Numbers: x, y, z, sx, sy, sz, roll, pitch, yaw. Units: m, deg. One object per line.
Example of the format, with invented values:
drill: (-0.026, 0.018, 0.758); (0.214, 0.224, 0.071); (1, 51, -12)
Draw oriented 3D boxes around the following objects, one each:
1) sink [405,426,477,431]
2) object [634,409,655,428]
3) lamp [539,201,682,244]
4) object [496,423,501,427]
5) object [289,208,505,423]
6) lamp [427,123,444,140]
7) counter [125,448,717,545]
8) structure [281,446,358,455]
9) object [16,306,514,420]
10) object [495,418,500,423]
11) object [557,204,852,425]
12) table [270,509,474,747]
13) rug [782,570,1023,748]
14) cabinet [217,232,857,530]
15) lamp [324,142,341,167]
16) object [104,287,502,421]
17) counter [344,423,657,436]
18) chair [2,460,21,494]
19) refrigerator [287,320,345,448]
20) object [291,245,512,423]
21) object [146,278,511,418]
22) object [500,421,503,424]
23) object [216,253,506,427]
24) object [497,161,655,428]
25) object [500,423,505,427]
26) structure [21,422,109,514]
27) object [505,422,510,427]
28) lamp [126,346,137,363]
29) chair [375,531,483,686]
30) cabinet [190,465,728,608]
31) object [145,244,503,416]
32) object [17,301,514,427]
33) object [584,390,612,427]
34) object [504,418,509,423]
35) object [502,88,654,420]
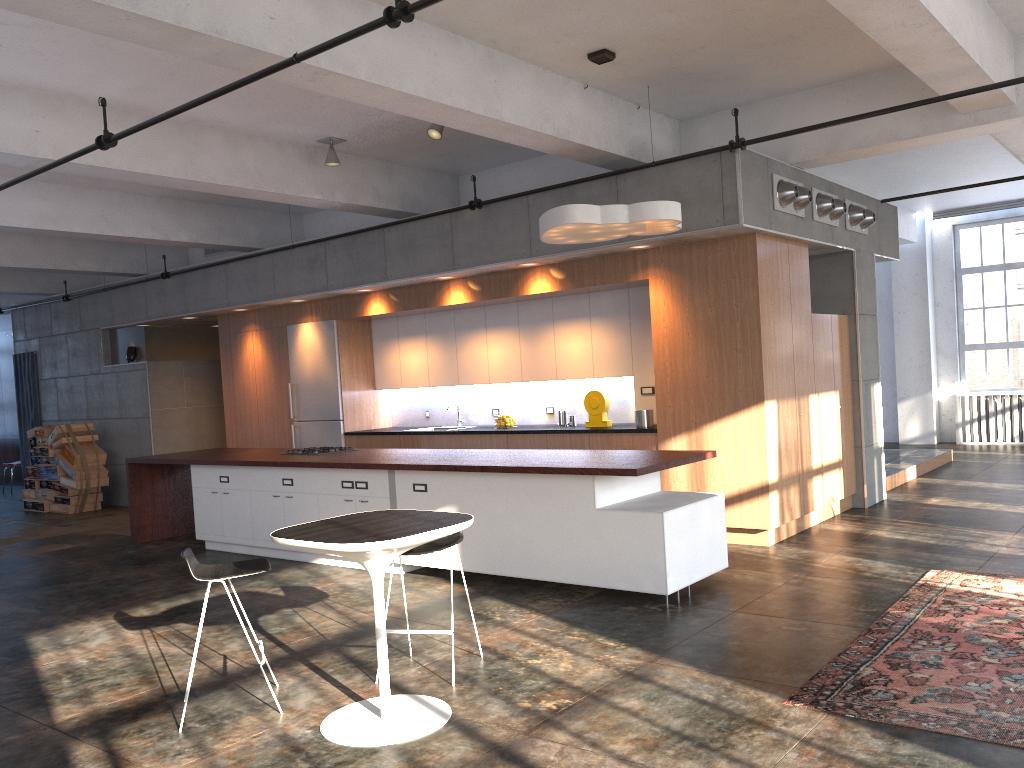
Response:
sink: (-0.844, 0.620, 10.421); (0.715, 0.192, 0.533); (-3, 1, 38)
object: (1.284, 0.333, 8.593); (0.191, 0.170, 0.190); (-4, 1, -3)
lamp: (0.748, -1.210, 6.700); (1.084, 0.130, 1.003); (-3, 1, -5)
object: (0.524, -0.696, 8.704); (0.058, 2.311, 2.862); (-5, 2, -32)
object: (-0.087, 0.406, 9.914); (0.051, 0.053, 0.063); (-4, 1, -13)
lamp: (-0.639, -2.208, 7.496); (0.130, 0.287, 0.225); (-3, 2, 23)
counter: (-1.345, 1.149, 8.278); (6.521, 0.972, 1.164); (-3, 1, 38)
structure: (-1.957, 0.689, 8.996); (0.627, 0.072, 0.522); (-3, 1, 39)
object: (-0.007, 0.382, 9.963); (0.053, 0.052, 0.061); (-4, 1, -3)
object: (-1.359, -0.605, 10.165); (2.391, 2.230, 0.054); (-3, 2, 13)
object: (0.563, 0.346, 9.675); (0.141, 0.210, 0.061); (-2, 2, 38)
table: (-0.633, 1.149, 4.255); (0.812, 0.952, 0.844); (-2, 2, 39)
rug: (2.862, 1.392, 4.781); (1.817, 0.029, 2.941); (-3, 1, 39)
cabinet: (-0.203, 0.087, 10.979); (7.943, 2.564, 2.426); (-3, 1, 38)
lamp: (-1.724, -2.208, 8.479); (0.157, 0.216, 0.154); (-4, 1, -14)
object: (-3.093, -0.514, 11.532); (6.748, 2.170, 0.054); (-3, 2, 30)
counter: (0.152, 0.490, 10.239); (4.370, 0.039, 1.639); (-3, 1, 38)
chair: (-9.216, 1.547, 16.703); (0.419, 0.988, 0.669); (-2, 2, 39)
refrigerator: (-2.447, 0.318, 11.280); (0.937, 2.192, 0.224); (-2, 2, 35)
object: (-0.030, 0.406, 9.916); (0.053, 0.053, 0.061); (-5, 2, -45)
object: (-0.040, 0.362, 9.894); (0.052, 0.051, 0.064); (-3, 1, 31)
object: (-0.134, 0.443, 9.975); (0.061, 0.053, 0.052); (-3, 1, 20)
object: (-2.369, -0.831, 11.738); (5.833, 2.870, 0.059); (-3, 2, 40)
object: (-3.885, 1.107, 15.037); (0.968, 1.215, 12.914); (-5, 1, -41)
object: (-0.102, 0.462, 9.897); (0.052, 0.053, 0.062); (-3, 1, 26)
structure: (-6.857, 1.259, 13.446); (1.874, 1.316, 0.650); (-3, 2, 38)
object: (-0.049, 0.453, 9.880); (0.052, 0.057, 0.059); (-4, 1, -14)
lamp: (-5.638, -0.432, 13.148); (0.169, 0.259, 0.214); (-3, 1, 20)
chair: (-0.477, 1.223, 4.950); (0.459, 0.896, 0.510); (-3, 2, 16)
cabinet: (-0.880, 1.154, 7.899); (5.534, 0.931, 0.940); (-3, 1, 38)
object: (-0.111, 0.363, 10.008); (0.060, 0.060, 0.050); (-4, 1, -17)
object: (-0.019, 0.456, 9.935); (0.073, 0.063, 0.064); (-3, 1, 4)
object: (0.875, 0.253, 9.080); (0.269, 0.381, 0.101); (-2, 2, 38)
object: (-3.618, -0.502, 14.407); (0.063, 2.212, 11.575); (-5, 1, -37)
object: (-0.090, 0.369, 9.876); (0.058, 0.060, 0.052); (-4, 1, -28)
